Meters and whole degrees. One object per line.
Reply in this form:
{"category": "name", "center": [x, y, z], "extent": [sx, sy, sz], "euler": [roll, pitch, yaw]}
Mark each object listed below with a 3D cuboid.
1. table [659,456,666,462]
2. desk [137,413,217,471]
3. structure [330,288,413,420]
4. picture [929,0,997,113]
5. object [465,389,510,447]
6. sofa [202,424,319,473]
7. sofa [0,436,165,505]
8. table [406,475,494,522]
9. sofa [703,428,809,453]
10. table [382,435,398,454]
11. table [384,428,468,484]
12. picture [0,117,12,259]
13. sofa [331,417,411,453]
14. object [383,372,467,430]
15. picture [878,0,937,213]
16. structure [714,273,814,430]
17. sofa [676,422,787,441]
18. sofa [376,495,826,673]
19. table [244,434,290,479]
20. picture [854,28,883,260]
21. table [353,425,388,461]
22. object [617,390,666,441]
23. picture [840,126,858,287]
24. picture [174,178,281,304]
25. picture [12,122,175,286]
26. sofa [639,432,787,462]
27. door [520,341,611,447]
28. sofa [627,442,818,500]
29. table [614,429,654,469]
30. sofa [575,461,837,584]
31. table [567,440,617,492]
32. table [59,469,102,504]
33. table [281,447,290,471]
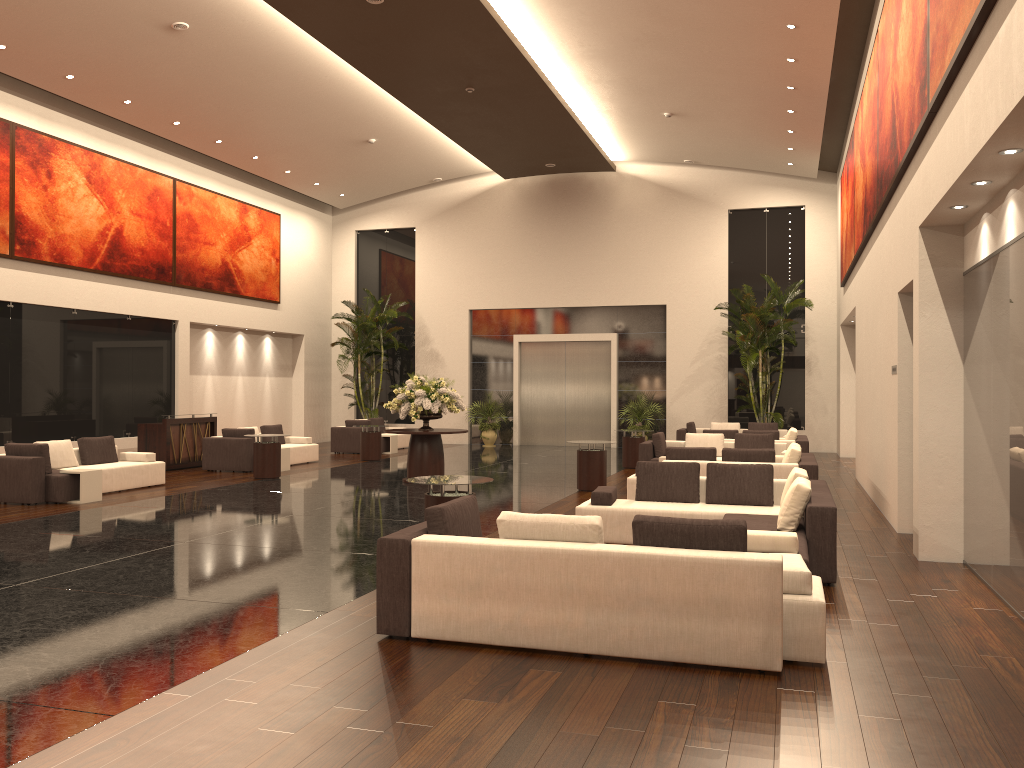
{"category": "table", "center": [2.841, 1.531, 15.782], "extent": [0.400, 0.460, 0.400], "euler": [0, 0, 17]}
{"category": "desk", "center": [-6.958, 1.189, 18.576], "extent": [0.760, 1.114, 1.634], "euler": [0, 0, 17]}
{"category": "structure", "center": [-4.158, -0.506, 26.320], "extent": [2.436, 4.611, 2.531], "euler": [0, 0, -11]}
{"category": "picture", "center": [2.638, -3.604, 4.493], "extent": [0.070, 2.526, 6.485], "euler": [0, 0, 17]}
{"category": "object", "center": [-0.646, 0.964, 25.651], "extent": [1.373, 1.682, 1.297], "euler": [0, 0, -40]}
{"category": "sofa", "center": [-5.153, 1.323, 18.845], "extent": [1.291, 0.862, 2.846], "euler": [0, 0, 17]}
{"category": "sofa", "center": [-6.694, 1.292, 13.906], "extent": [1.291, 0.862, 2.846], "euler": [0, 0, 17]}
{"category": "table", "center": [-0.593, 1.311, 8.478], "extent": [0.844, 0.795, 0.833], "euler": [0, 0, -34]}
{"category": "sofa", "center": [4.973, 1.353, 19.007], "extent": [2.586, 0.862, 3.366], "euler": [0, 0, 17]}
{"category": "table", "center": [-3.213, 1.553, 22.854], "extent": [0.400, 0.460, 0.400], "euler": [0, 0, 17]}
{"category": "table", "center": [-1.544, 1.286, 15.892], "extent": [1.498, 0.921, 1.498], "euler": [0, 0, 8]}
{"category": "picture", "center": [-9.910, -3.586, 14.184], "extent": [0.070, 2.526, 4.515], "euler": [0, 0, 17]}
{"category": "sofa", "center": [-3.607, 1.355, 23.799], "extent": [1.291, 0.862, 2.846], "euler": [0, 0, 17]}
{"category": "object", "center": [-1.517, 0.278, 15.888], "extent": [1.453, 1.097, 1.402], "euler": [0, 0, -27]}
{"category": "picture", "center": [4.280, -3.571, 9.755], "extent": [0.070, 2.526, 4.515], "euler": [0, 0, 17]}
{"category": "structure", "center": [6.518, -0.495, 22.839], "extent": [2.436, 4.611, 2.531], "euler": [0, 0, -11]}
{"category": "sofa", "center": [5.476, 1.368, 21.592], "extent": [2.846, 0.862, 1.291], "euler": [0, 0, 17]}
{"category": "sofa", "center": [0.635, 1.269, 6.079], "extent": [2.846, 0.862, 1.291], "euler": [0, 0, 17]}
{"category": "table", "center": [-4.527, 1.343, 16.402], "extent": [0.833, 0.795, 0.844], "euler": [0, 0, -22]}
{"category": "picture", "center": [5.626, -3.543, 14.068], "extent": [0.070, 2.526, 4.515], "euler": [0, 0, 17]}
{"category": "table", "center": [-3.266, 1.370, 20.537], "extent": [0.833, 0.795, 0.844], "euler": [0, 0, -22]}
{"category": "object", "center": [3.475, 0.969, 24.310], "extent": [1.373, 1.682, 1.297], "euler": [0, 0, -35]}
{"category": "picture", "center": [6.973, -3.516, 18.384], "extent": [0.070, 2.526, 4.515], "euler": [0, 0, 17]}
{"category": "picture", "center": [-7.217, -3.531, 22.813], "extent": [0.070, 2.526, 4.515], "euler": [0, 0, 17]}
{"category": "picture", "center": [-8.564, -3.559, 18.496], "extent": [0.070, 2.526, 4.515], "euler": [0, 0, 17]}
{"category": "sofa", "center": [3.786, 1.334, 16.177], "extent": [2.846, 0.862, 1.291], "euler": [0, 0, 17]}
{"category": "door", "center": [1.557, 0.286, 25.825], "extent": [2.767, 3.048, 0.040], "euler": [0, 0, 17]}
{"category": "sofa", "center": [3.283, 1.318, 13.591], "extent": [2.586, 0.862, 3.366], "euler": [0, 0, 17]}
{"category": "table", "center": [2.572, 1.376, 18.715], "extent": [0.833, 0.795, 0.844], "euler": [0, 0, -22]}
{"category": "sofa", "center": [1.706, 1.286, 8.479], "extent": [2.586, 0.862, 3.366], "euler": [0, 0, 17]}
{"category": "table", "center": [1.312, 1.350, 14.580], "extent": [0.833, 0.795, 0.844], "euler": [0, 0, -22]}
{"category": "table", "center": [-6.300, 1.490, 12.961], "extent": [0.400, 0.460, 0.400], "euler": [0, 0, 17]}
{"category": "table", "center": [-4.759, 1.521, 17.899], "extent": [0.400, 0.460, 0.400], "euler": [0, 0, 17]}
